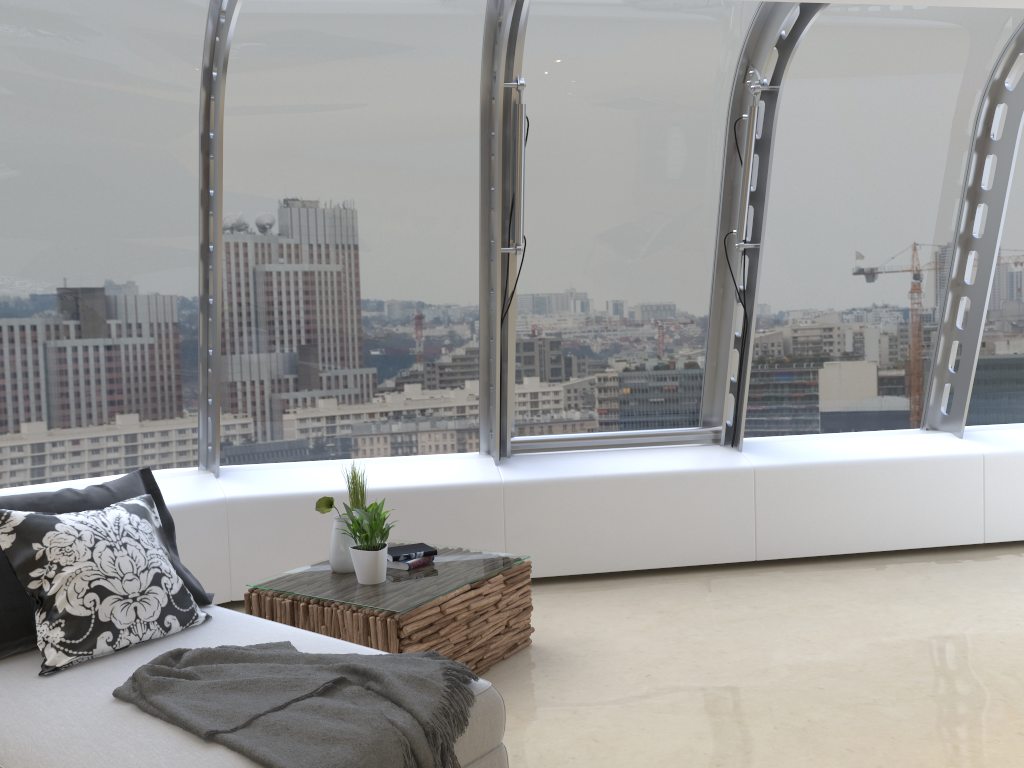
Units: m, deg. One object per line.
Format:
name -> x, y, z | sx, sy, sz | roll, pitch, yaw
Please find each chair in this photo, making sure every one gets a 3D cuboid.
chair -> -1.174, 1.002, 2.869 | 2.068, 0.690, 1.176 | 0, 4, 38

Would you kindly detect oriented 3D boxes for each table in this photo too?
table -> -0.527, 1.060, 4.035 | 0.923, 0.436, 1.007 | 0, 3, 33

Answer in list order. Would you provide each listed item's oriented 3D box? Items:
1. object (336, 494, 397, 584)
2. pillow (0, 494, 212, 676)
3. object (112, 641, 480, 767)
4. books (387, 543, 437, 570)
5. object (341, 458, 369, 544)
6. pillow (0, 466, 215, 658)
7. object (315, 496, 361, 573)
object -> -0.619, 0.674, 3.840 | 0.284, 0.369, 0.215 | -1, 3, 11
pillow -> -1.416, 0.655, 3.095 | 0.431, 0.528, 0.683 | 0, 3, 32
object -> -0.572, 0.966, 2.600 | 1.024, 0.359, 0.825 | 0, 3, 37
books -> -0.485, 0.806, 4.129 | 0.265, 0.063, 0.246 | -4, 3, -35
object -> -0.736, 0.587, 4.204 | 0.150, 0.511, 0.153 | 0, 3, 36
pillow -> -1.672, 0.638, 3.258 | 0.510, 0.597, 1.070 | 0, 4, 38
object -> -0.789, 0.670, 3.976 | 0.152, 0.370, 0.297 | -1, 3, 23
